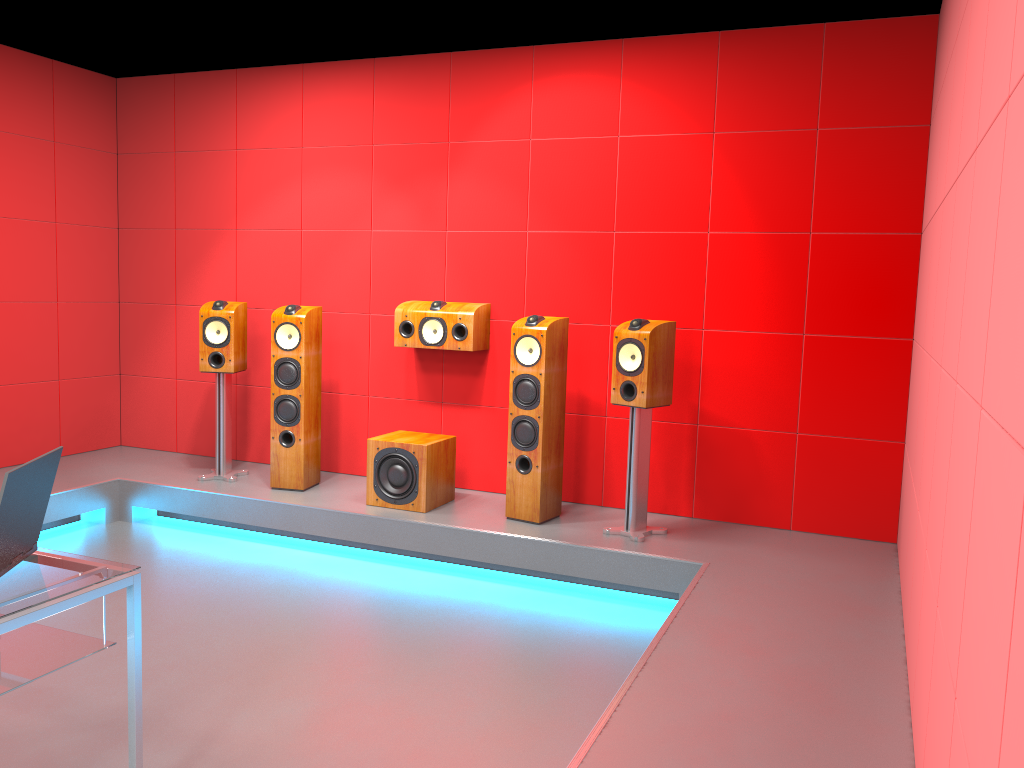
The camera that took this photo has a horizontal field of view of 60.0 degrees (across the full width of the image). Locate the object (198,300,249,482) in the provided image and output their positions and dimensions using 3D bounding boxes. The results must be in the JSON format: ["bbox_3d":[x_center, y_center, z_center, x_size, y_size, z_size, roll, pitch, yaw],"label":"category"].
[{"bbox_3d":[-1.714,0.033,5.273,0.231,1.058,0.265,2,6,2],"label":"object"}]

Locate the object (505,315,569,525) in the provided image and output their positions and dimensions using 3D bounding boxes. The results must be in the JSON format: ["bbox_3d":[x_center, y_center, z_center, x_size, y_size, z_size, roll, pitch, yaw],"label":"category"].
[{"bbox_3d":[0.127,0.172,4.551,0.203,1.052,0.238,6,7,32],"label":"object"}]

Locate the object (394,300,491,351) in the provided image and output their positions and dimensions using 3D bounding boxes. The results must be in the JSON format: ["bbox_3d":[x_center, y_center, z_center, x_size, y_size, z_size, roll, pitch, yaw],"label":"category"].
[{"bbox_3d":[-0.397,-0.340,5.045,0.493,0.271,0.235,4,6,22],"label":"object"}]

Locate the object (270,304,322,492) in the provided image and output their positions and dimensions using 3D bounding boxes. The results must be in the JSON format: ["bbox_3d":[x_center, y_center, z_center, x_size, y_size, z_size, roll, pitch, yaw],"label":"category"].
[{"bbox_3d":[-1.236,0.072,5.079,0.203,1.052,0.238,3,6,12],"label":"object"}]

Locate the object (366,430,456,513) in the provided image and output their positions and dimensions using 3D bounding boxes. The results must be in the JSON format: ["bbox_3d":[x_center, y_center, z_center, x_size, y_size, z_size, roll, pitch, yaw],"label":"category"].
[{"bbox_3d":[-0.547,0.469,4.828,0.360,0.360,0.360,4,6,22],"label":"object"}]

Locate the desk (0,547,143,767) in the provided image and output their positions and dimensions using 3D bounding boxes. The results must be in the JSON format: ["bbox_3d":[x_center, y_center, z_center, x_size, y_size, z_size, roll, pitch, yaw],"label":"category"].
[{"bbox_3d":[-1.799,0.774,2.336,1.617,0.690,0.594,4,6,22],"label":"desk"}]

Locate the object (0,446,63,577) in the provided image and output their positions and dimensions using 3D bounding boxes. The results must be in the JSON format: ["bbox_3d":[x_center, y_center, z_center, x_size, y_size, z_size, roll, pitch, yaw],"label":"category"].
[{"bbox_3d":[-1.324,0.319,2.144,0.340,0.285,0.342,1,6,-8],"label":"object"}]

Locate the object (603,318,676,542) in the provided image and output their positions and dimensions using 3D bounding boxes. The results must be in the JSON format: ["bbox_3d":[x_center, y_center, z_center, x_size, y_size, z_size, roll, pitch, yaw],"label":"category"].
[{"bbox_3d":[0.626,0.210,4.324,0.231,1.058,0.265,7,8,42],"label":"object"}]
